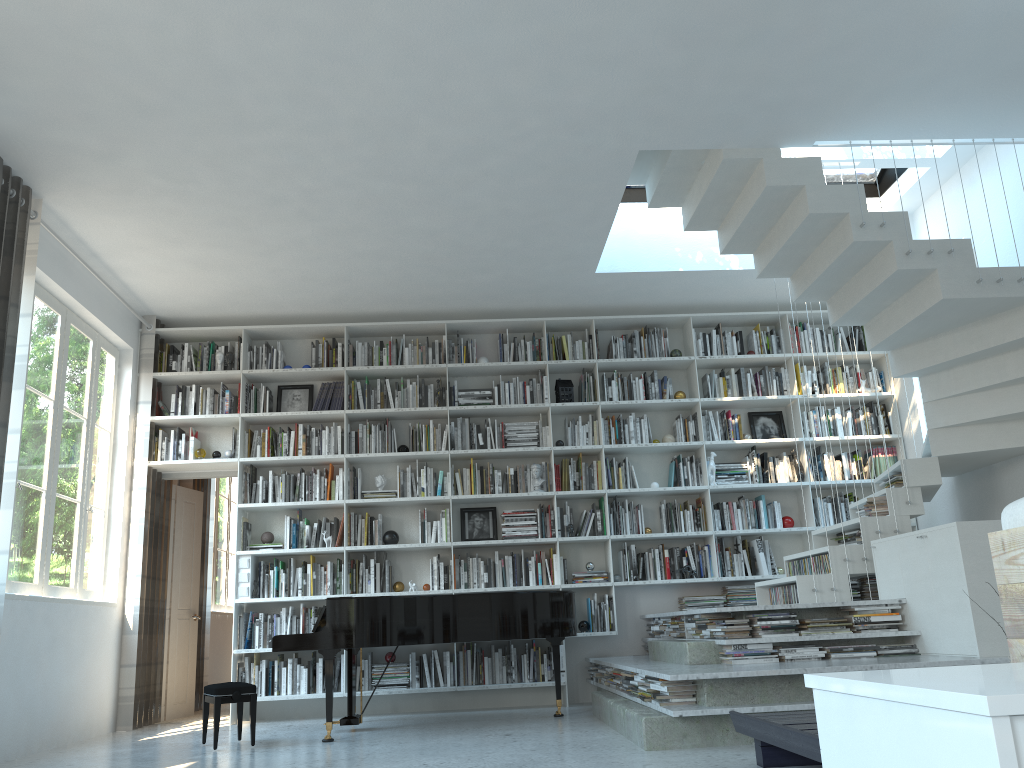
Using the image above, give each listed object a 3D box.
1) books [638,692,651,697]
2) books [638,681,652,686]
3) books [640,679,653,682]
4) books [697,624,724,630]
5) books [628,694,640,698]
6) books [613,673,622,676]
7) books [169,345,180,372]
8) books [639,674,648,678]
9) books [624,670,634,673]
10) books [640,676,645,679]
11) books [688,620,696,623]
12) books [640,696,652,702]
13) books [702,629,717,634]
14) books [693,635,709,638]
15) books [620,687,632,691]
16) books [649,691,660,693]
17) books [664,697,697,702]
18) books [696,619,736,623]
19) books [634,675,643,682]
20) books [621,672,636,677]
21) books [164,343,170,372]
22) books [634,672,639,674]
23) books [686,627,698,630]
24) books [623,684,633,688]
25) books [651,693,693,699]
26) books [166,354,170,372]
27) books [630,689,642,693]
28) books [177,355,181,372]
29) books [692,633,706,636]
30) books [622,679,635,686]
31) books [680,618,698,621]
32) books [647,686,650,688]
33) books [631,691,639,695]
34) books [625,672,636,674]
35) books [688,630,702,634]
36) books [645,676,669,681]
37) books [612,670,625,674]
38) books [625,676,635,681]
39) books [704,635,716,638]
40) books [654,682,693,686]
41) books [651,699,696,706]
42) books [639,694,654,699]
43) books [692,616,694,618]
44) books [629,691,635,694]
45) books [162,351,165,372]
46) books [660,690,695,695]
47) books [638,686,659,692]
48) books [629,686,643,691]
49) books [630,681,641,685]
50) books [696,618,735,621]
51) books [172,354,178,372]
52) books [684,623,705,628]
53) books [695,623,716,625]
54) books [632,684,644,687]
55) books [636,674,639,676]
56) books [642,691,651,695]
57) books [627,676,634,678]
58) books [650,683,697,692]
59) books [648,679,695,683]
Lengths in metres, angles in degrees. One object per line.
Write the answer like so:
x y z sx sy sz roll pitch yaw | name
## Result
0.801 1.682 4.810 0.191 0.006 0.276 -2 -16 -2 | books
0.802 1.629 4.824 0.168 0.013 0.282 0 -16 -8 | books
0.810 1.611 4.830 0.175 0.006 0.252 -2 -16 -3 | books
1.262 1.500 5.482 0.177 0.026 0.231 -2 -16 -3 | books
0.783 1.788 5.094 0.193 0.005 0.225 -1 -16 -7 | books
0.759 1.865 5.712 0.165 0.014 0.236 0 -16 -8 | books
-2.838 -0.172 7.453 0.025 0.268 0.177 -2 -15 -3 | books
0.798 1.584 4.836 0.182 0.016 0.257 -3 -16 -1 | books
0.784 1.754 5.421 0.160 0.008 0.239 -2 -16 -2 | books
0.799 1.596 4.833 0.178 0.010 0.196 -3 -16 1 | books
1.253 1.547 5.786 0.145 0.017 0.209 0 -16 -8 | books
0.797 1.701 4.805 0.191 0.016 0.209 -3 -16 1 | books
1.273 1.526 5.475 0.155 0.028 0.190 -2 -16 -2 | books
1.261 1.640 5.762 0.132 0.016 0.263 -3 -16 1 | books
0.769 1.850 5.394 0.189 0.009 0.291 -3 -16 -1 | books
0.823 1.666 4.816 0.154 0.014 0.197 -2 -16 -3 | books
0.850 1.601 4.518 0.132 0.014 0.206 -2 -16 -3 | books
1.258 1.467 5.490 0.168 0.013 0.282 -1 -16 -6 | books
0.803 1.698 5.119 0.141 0.028 0.223 0 -16 -8 | books
0.775 1.772 5.416 0.170 0.014 0.282 -1 -16 -6 | books
-2.882 -0.178 7.455 0.014 0.285 0.175 -2 -15 -3 | books
0.799 1.665 5.128 0.157 0.014 0.216 -2 -16 -2 | books
1.239 1.591 5.774 0.178 0.015 0.188 -3 -16 1 | books
0.777 1.832 5.400 0.177 0.011 0.221 -2 -16 -2 | books
0.813 1.587 4.520 0.187 0.017 0.206 -3 -16 1 | books
-2.861 -0.134 7.447 0.024 0.194 0.167 -2 -15 -3 | books
0.793 1.760 5.102 0.180 0.008 0.268 -2 -16 -4 | books
-2.782 -0.131 7.472 0.031 0.195 0.145 -2 -15 -3 | books
1.270 1.626 5.766 0.136 0.013 0.259 -2 -16 -3 | books
0.779 1.815 5.404 0.160 0.025 0.244 0 -16 -8 | books
1.229 1.533 5.789 0.192 0.014 0.257 -1 -16 -7 | books
0.814 1.643 4.821 0.150 0.004 0.291 -3 -16 0 | books
0.798 1.774 5.098 0.171 0.005 0.298 -2 -16 -4 | books
0.788 1.761 5.419 0.157 0.007 0.269 -2 -16 -3 | books
1.252 1.609 5.770 0.167 0.024 0.193 -2 -16 -2 | books
0.807 1.504 4.542 0.192 0.014 0.257 -1 -16 -7 | books
0.756 1.853 5.715 0.179 0.012 0.250 -1 -16 -6 | books
0.789 1.794 5.410 0.142 0.017 0.240 -1 -16 -7 | books
1.273 1.556 5.467 0.142 0.020 0.231 -3 -16 1 | books
0.822 1.527 4.536 0.165 0.015 0.243 -3 -16 0 | books
0.821 1.617 4.512 0.184 0.017 0.231 -2 -16 -2 | books
0.807 1.689 4.809 0.178 0.009 0.277 -1 -16 -5 | books
1.258 1.518 5.794 0.134 0.014 0.182 -3 -16 1 | books
0.790 1.866 5.391 0.142 0.012 0.292 -3 -16 0 | books
-2.900 -0.144 7.455 0.023 0.222 0.151 -2 -15 -3 | books
0.844 1.569 4.526 0.137 0.019 0.225 -2 -16 -2 | books
0.802 1.653 4.818 0.191 0.015 0.247 -2 -16 -2 | books
0.787 1.750 5.104 0.189 0.013 0.215 -1 -16 -5 | books
0.789 1.720 5.113 0.180 0.016 0.183 -1 -16 -6 | books
1.259 1.458 5.493 0.171 0.007 0.261 -1 -16 -5 | books
-2.810 -0.132 7.445 0.028 0.186 0.182 -2 -15 -3 | books
1.244 1.569 5.780 0.174 0.029 0.251 -1 -16 -5 | books
1.256 1.483 5.486 0.187 0.009 0.251 -2 -16 -3 | books
0.792 1.731 5.110 0.171 0.007 0.261 -3 -16 -1 | books
0.800 1.678 5.124 0.139 0.013 0.289 -3 -16 1 | books
0.815 1.675 4.813 0.170 0.006 0.269 -2 -16 -3 | books
0.791 1.782 5.414 0.150 0.008 0.218 -2 -16 -4 | books
0.823 1.547 4.531 0.156 0.027 0.288 0 -16 -8 | books
0.815 1.515 4.539 0.176 0.010 0.267 -1 -16 -7 | books
